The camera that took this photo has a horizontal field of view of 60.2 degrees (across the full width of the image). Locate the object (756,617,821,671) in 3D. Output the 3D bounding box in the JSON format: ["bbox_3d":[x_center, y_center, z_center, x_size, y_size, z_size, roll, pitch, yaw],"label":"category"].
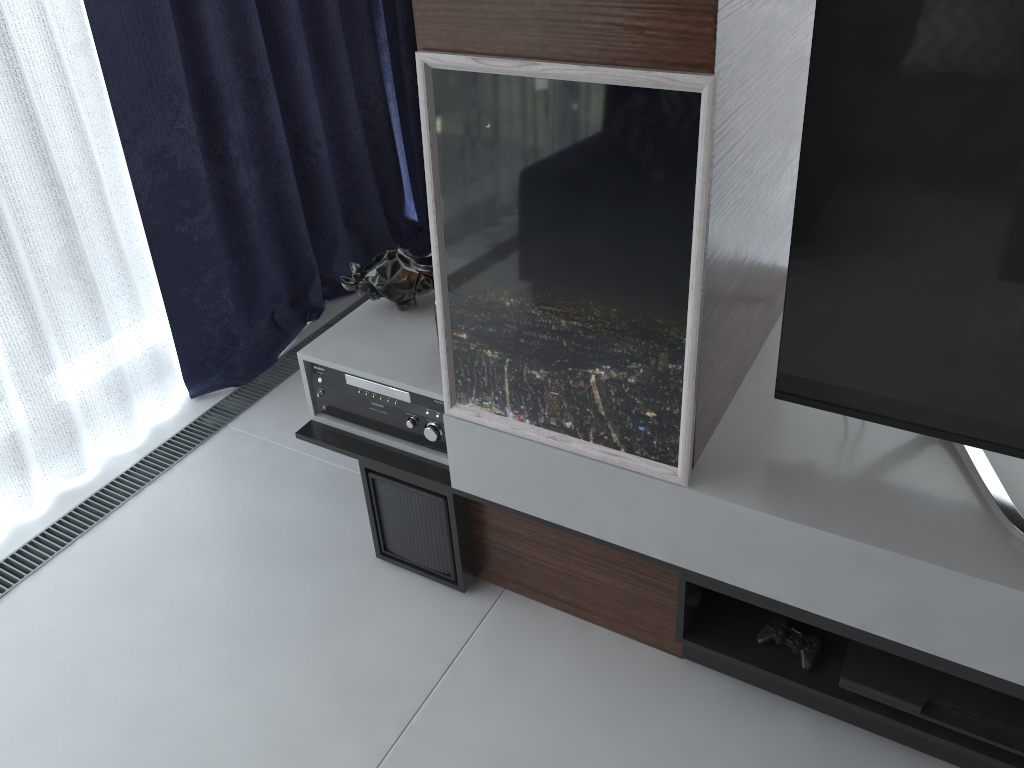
[{"bbox_3d":[0.525,0.482,1.661,0.114,0.035,0.072,25,43,36],"label":"object"}]

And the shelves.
[{"bbox_3d":[0.739,0.216,1.855,2.369,0.480,0.900,15,37,27],"label":"shelves"}]

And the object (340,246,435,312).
[{"bbox_3d":[-0.252,-0.263,2.118,0.311,0.144,0.142,-10,33,-10],"label":"object"}]

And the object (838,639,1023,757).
[{"bbox_3d":[0.788,0.484,1.600,0.317,0.065,0.323,15,38,26],"label":"object"}]

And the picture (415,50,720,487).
[{"bbox_3d":[0.076,-0.183,1.478,0.504,0.673,0.055,14,36,27],"label":"picture"}]

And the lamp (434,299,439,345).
[{"bbox_3d":[-0.124,-0.154,1.886,0.077,0.203,0.159,-9,32,-8],"label":"lamp"}]

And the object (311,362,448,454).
[{"bbox_3d":[-0.209,-0.033,2.065,0.372,0.144,0.380,15,37,26],"label":"object"}]

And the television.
[{"bbox_3d":[1.000,-0.097,1.177,1.241,0.756,0.307,15,36,27],"label":"television"}]

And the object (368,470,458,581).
[{"bbox_3d":[-0.163,0.259,2.076,0.215,0.241,0.262,14,36,26],"label":"object"}]
